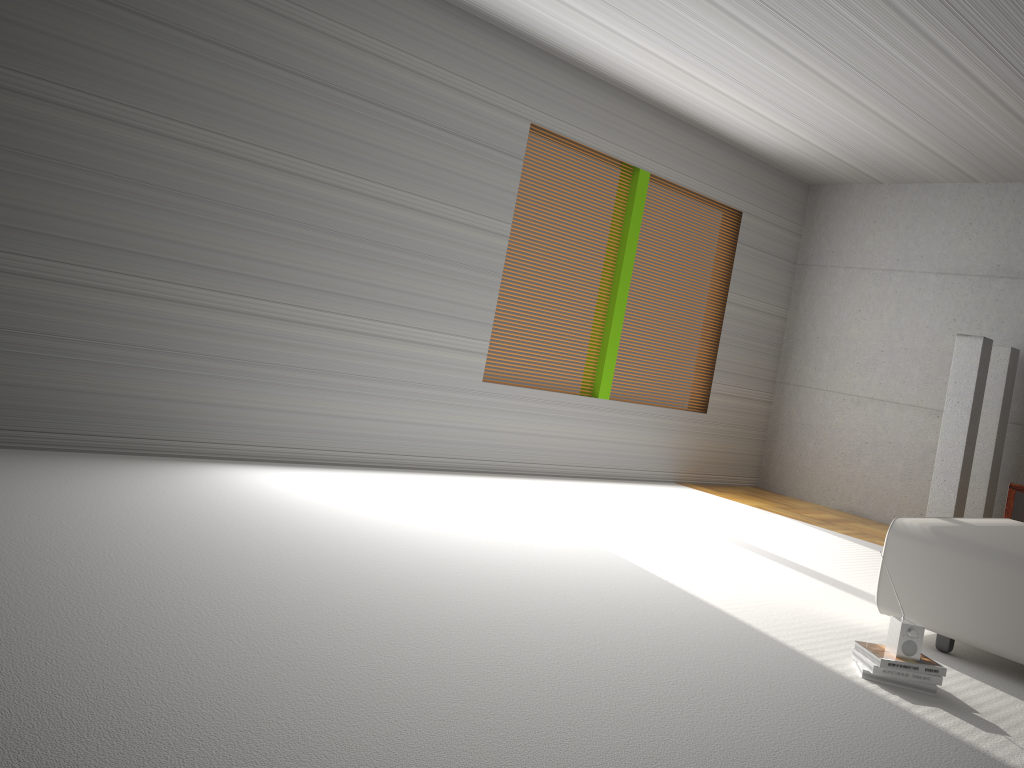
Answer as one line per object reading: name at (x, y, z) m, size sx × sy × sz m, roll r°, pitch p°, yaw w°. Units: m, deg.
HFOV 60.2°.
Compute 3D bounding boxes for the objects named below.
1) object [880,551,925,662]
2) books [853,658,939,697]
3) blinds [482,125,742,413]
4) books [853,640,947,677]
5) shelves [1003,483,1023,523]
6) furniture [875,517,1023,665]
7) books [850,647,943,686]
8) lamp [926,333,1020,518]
object at (1.453, 0.832, 3.329) m, size 0.185 × 0.367 × 0.090 m, roll 11°, pitch -2°, yaw -1°
books at (1.442, 1.097, 3.337) m, size 0.265 × 0.032 × 0.188 m, roll 11°, pitch 3°, yaw 12°
blinds at (0.835, -0.792, 7.360) m, size 3.505 × 2.049 × 0.012 m, roll 9°, pitch -1°, yaw -42°
books at (1.460, 1.035, 3.335) m, size 0.264 × 0.032 × 0.189 m, roll 10°, pitch 3°, yaw -8°
shelves at (3.707, 1.123, 4.413) m, size 0.397 × 0.716 × 2.267 m, roll 11°, pitch 1°, yaw -42°
furniture at (2.955, 1.112, 3.758) m, size 1.600 × 0.523 × 2.185 m, roll 9°, pitch 3°, yaw -42°
books at (1.448, 1.066, 3.338) m, size 0.264 × 0.032 × 0.189 m, roll 10°, pitch 2°, yaw -3°
lamp at (3.658, 0.496, 7.034) m, size 0.791 × 1.695 × 0.201 m, roll 12°, pitch -2°, yaw -42°
